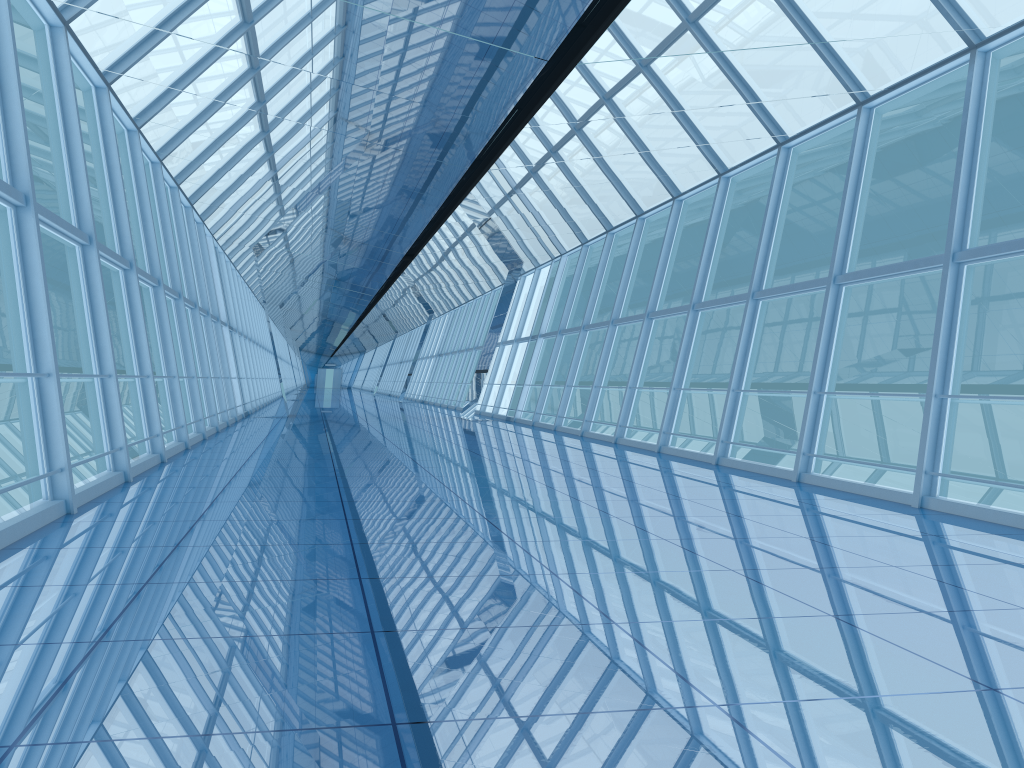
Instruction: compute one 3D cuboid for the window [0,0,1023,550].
[{"bbox_3d":[-9.576,-1.625,49.335,9.887,4.913,106.404,2,0,-13],"label":"window"}]
